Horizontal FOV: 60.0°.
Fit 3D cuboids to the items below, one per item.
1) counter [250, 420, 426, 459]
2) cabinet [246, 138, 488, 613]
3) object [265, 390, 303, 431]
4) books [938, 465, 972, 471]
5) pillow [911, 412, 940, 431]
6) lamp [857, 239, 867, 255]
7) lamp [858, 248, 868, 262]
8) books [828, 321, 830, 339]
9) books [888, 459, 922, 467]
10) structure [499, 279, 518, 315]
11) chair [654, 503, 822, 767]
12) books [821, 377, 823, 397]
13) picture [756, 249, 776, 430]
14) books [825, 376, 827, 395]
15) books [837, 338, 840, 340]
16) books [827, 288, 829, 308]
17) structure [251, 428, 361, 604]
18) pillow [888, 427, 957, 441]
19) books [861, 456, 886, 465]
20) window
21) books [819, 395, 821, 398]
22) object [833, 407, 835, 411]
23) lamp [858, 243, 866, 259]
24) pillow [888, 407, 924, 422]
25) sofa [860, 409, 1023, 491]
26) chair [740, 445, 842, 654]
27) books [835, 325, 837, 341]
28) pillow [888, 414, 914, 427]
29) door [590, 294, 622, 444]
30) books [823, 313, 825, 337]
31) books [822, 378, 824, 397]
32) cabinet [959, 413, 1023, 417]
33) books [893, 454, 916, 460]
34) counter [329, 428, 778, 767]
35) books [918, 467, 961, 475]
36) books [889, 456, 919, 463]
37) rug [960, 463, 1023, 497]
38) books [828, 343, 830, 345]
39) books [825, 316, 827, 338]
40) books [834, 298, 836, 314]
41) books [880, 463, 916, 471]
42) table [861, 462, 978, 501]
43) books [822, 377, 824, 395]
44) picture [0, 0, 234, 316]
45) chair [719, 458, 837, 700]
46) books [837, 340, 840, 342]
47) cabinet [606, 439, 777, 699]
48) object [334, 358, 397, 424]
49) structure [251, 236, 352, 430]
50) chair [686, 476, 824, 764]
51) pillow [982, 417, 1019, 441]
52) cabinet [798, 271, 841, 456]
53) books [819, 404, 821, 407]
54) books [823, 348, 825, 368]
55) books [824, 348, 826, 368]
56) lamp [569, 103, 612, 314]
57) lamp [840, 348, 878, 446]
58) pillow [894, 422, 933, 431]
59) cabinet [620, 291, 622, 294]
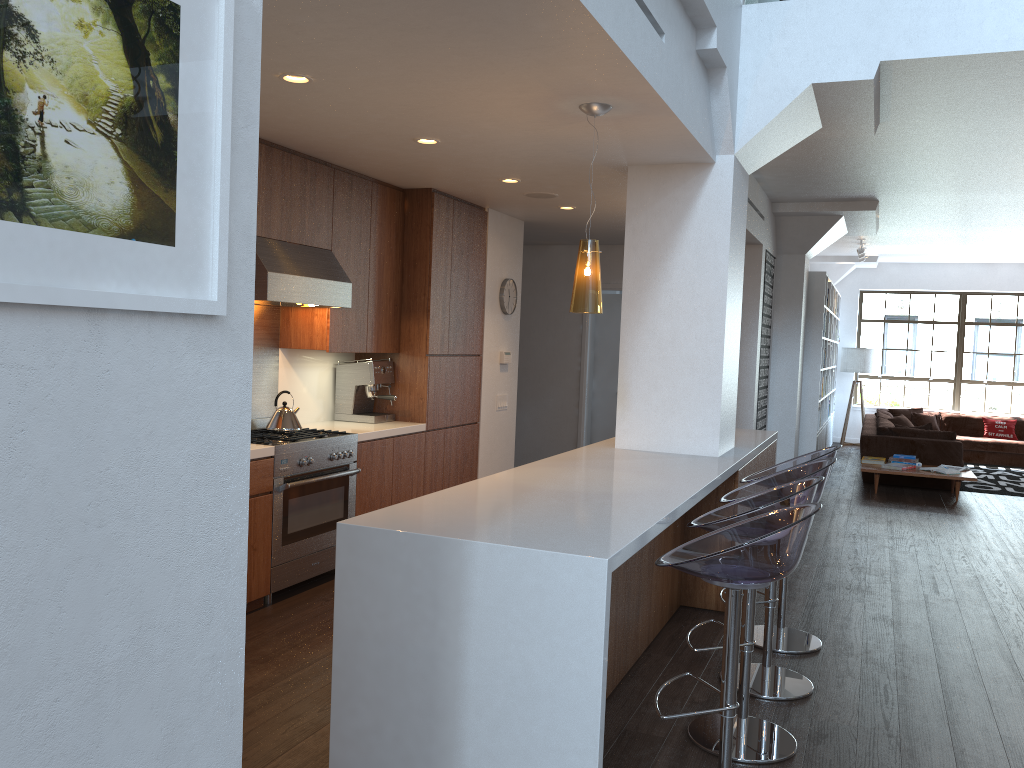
[{"bbox_3d":[-1.717,0.349,4.306,0.600,0.050,4.387,4,3,22],"label":"counter"},{"bbox_3d":[-1.526,-0.079,4.708,0.598,2.499,5.299,4,3,22],"label":"cabinet"},{"bbox_3d":[-1.387,0.156,5.408,0.222,0.235,0.222,2,3,-3],"label":"object"},{"bbox_3d":[4.791,0.907,9.625,0.350,0.035,0.256,0,4,-42],"label":"books"},{"bbox_3d":[6.119,0.586,13.168,0.489,0.337,0.238,2,3,-8],"label":"pillow"},{"bbox_3d":[4.602,-1.809,11.691,0.120,0.211,0.111,1,3,-33],"label":"lamp"},{"bbox_3d":[4.993,-1.838,12.637,0.120,0.211,0.111,2,3,-3],"label":"lamp"},{"bbox_3d":[4.183,-0.727,11.959,0.174,0.239,0.045,4,3,22],"label":"books"},{"bbox_3d":[4.368,0.878,9.872,0.312,0.037,0.216,3,3,12],"label":"books"},{"bbox_3d":[-0.029,-0.729,7.400,0.040,0.300,0.300,4,3,22],"label":"structure"},{"bbox_3d":[0.669,0.850,2.723,0.481,1.014,0.530,4,3,24],"label":"chair"},{"bbox_3d":[3.860,0.037,11.302,0.183,0.253,0.034,4,3,22],"label":"books"},{"bbox_3d":[2.644,-0.169,9.272,0.021,2.380,0.800,4,3,23],"label":"picture"},{"bbox_3d":[4.126,0.018,11.919,0.183,0.253,0.034,3,3,22],"label":"books"},{"bbox_3d":[5.094,-0.734,14.264,0.284,0.033,0.197,4,3,37],"label":"books"},{"bbox_3d":[3.878,-1.077,11.145,0.182,0.253,0.098,4,3,22],"label":"books"},{"bbox_3d":[-1.362,0.747,5.157,0.662,0.919,0.811,4,3,22],"label":"structure"},{"bbox_3d":[4.738,0.687,10.261,0.750,0.364,0.289,3,3,22],"label":"pillow"},{"bbox_3d":[4.052,0.857,9.937,0.241,0.045,0.334,4,3,24],"label":"books"},{"bbox_3d":[7.981,-0.464,14.078,4.648,1.905,0.114,4,3,22],"label":"window"},{"bbox_3d":[3.527,0.134,10.574,0.197,0.033,0.284,2,3,-3],"label":"books"},{"bbox_3d":[5.034,0.401,14.323,0.331,0.088,0.410,4,3,22],"label":"object"},{"bbox_3d":[4.795,-1.823,12.158,0.120,0.211,0.111,1,3,-18],"label":"lamp"},{"bbox_3d":[5.981,0.554,13.329,0.580,0.418,0.334,2,3,-5],"label":"pillow"},{"bbox_3d":[6.392,0.841,11.479,3.481,0.664,4.197,4,3,22],"label":"sofa"},{"bbox_3d":[1.383,0.795,4.483,0.481,1.014,0.530,4,3,24],"label":"chair"},{"bbox_3d":[4.927,-0.789,13.749,0.183,0.253,0.034,3,3,22],"label":"books"},{"bbox_3d":[5.250,0.610,11.880,0.325,0.391,0.625,5,4,39],"label":"pillow"},{"bbox_3d":[0.920,-0.018,10.181,0.826,2.032,0.174,4,3,22],"label":"door"},{"bbox_3d":[3.668,-0.711,10.677,0.176,0.290,0.053,4,3,22],"label":"books"},{"bbox_3d":[3.928,0.031,11.457,0.183,0.253,0.034,4,3,22],"label":"books"},{"bbox_3d":[7.723,0.812,13.635,1.520,0.625,0.350,4,3,22],"label":"cabinet"},{"bbox_3d":[4.371,0.810,9.870,0.224,0.027,0.157,4,3,27],"label":"books"},{"bbox_3d":[0.938,0.930,2.963,3.039,0.860,8.182,2,3,-7],"label":"counter"},{"bbox_3d":[4.517,0.908,9.366,0.231,0.040,0.342,1,3,-28],"label":"books"},{"bbox_3d":[4.366,0.841,9.875,0.279,0.035,0.191,4,3,32],"label":"books"},{"bbox_3d":[7.436,1.261,10.509,4.200,0.007,3.100,4,3,24],"label":"rug"},{"bbox_3d":[4.058,-0.532,11.675,0.223,0.027,0.161,4,3,32],"label":"books"},{"bbox_3d":[3.953,-0.735,11.413,0.176,0.291,0.053,4,3,22],"label":"books"},{"bbox_3d":[4.694,-1.142,13.146,0.183,0.253,0.034,4,3,22],"label":"books"},{"bbox_3d":[4.149,0.886,9.527,0.340,0.035,0.236,0,4,-43],"label":"books"},{"bbox_3d":[4.358,1.046,9.579,1.100,0.271,0.853,4,3,22],"label":"table"},{"bbox_3d":[3.876,0.036,11.331,0.183,0.253,0.034,4,3,22],"label":"books"},{"bbox_3d":[-0.508,-0.342,1.047,0.018,0.500,0.500,4,3,22],"label":"picture"},{"bbox_3d":[1.143,0.813,3.900,0.481,1.014,0.530,3,3,20],"label":"chair"},{"bbox_3d":[5.093,-0.700,14.266,0.197,0.035,0.284,0,3,-38],"label":"books"},{"bbox_3d":[0.712,0.854,4.812,0.898,0.796,4.493,4,3,22],"label":"cabinet"},{"bbox_3d":[-0.970,0.043,6.203,0.439,0.455,0.284,4,3,22],"label":"object"},{"bbox_3d":[-1.383,-0.258,5.134,0.529,1.110,0.811,4,3,22],"label":"structure"},{"bbox_3d":[0.884,0.830,3.318,0.481,1.014,0.530,3,3,20],"label":"chair"},{"bbox_3d":[7.106,0.655,12.916,0.465,0.308,0.220,3,3,18],"label":"pillow"},{"bbox_3d":[4.222,-0.173,12.457,0.461,2.414,4.500,4,3,22],"label":"cabinet"},{"bbox_3d":[3.558,0.253,10.576,0.223,0.027,0.161,4,3,32],"label":"books"},{"bbox_3d":[3.844,-0.331,11.187,0.182,0.253,0.034,4,3,22],"label":"books"},{"bbox_3d":[3.915,-0.336,11.346,0.182,0.253,0.034,4,3,22],"label":"books"},{"bbox_3d":[1.551,-1.198,4.524,2.842,1.807,0.149,1,3,-28],"label":"lamp"},{"bbox_3d":[5.604,0.208,14.420,0.545,1.579,0.545,3,3,11],"label":"lamp"},{"bbox_3d":[4.806,0.635,10.519,0.269,0.411,0.559,1,3,-22],"label":"pillow"},{"bbox_3d":[0.980,-0.517,10.846,0.527,2.991,2.630,4,3,22],"label":"cabinet"}]
